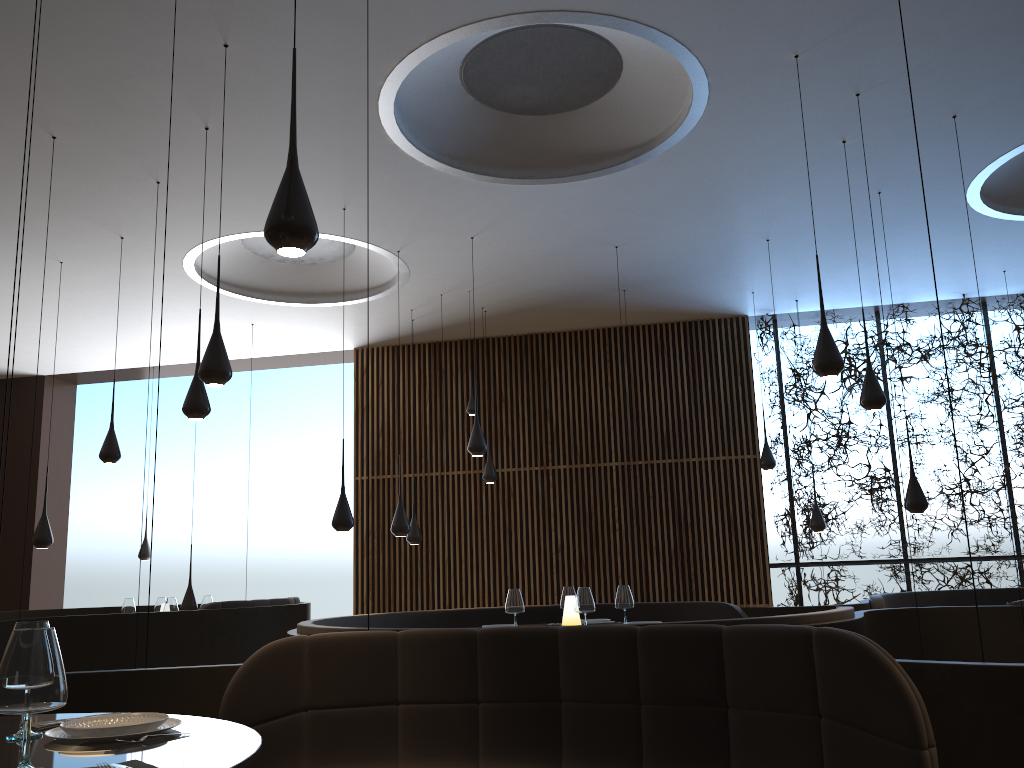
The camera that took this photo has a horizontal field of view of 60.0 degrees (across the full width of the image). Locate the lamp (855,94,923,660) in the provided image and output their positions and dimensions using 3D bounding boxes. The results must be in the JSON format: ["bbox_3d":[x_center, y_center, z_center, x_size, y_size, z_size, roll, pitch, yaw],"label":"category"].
[{"bbox_3d":[2.635,0.944,5.906,0.196,6.245,0.196,9,-15,-43],"label":"lamp"}]

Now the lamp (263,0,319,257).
[{"bbox_3d":[-0.830,-1.559,3.403,0.196,2.213,0.196,6,-13,-34],"label":"lamp"}]

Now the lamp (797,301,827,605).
[{"bbox_3d":[3.779,1.993,10.845,0.196,6.245,0.196,-10,-13,35],"label":"lamp"}]

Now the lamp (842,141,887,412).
[{"bbox_3d":[2.734,-0.881,6.993,0.196,2.213,0.196,9,-15,-43],"label":"lamp"}]

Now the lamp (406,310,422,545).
[{"bbox_3d":[-1.229,0.502,11.013,0.196,2.946,0.197,-1,-11,-4],"label":"lamp"}]

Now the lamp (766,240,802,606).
[{"bbox_3d":[2.787,1.556,8.712,0.196,6.245,0.196,6,-13,-34],"label":"lamp"}]

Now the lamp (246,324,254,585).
[{"bbox_3d":[-3.322,2.280,11.101,0.196,6.245,0.197,1,-11,-14],"label":"lamp"}]

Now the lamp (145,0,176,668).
[{"bbox_3d":[-1.791,0.758,4.410,0.196,6.245,0.196,-10,-13,35],"label":"lamp"}]

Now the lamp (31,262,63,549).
[{"bbox_3d":[-4.672,0.172,9.007,0.196,2.946,0.196,9,-15,-43],"label":"lamp"}]

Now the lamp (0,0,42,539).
[{"bbox_3d":[-2.483,0.756,4.297,0.196,6.245,0.197,-1,-11,-4],"label":"lamp"}]

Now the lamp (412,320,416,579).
[{"bbox_3d":[-1.211,2.218,11.132,0.196,6.245,0.196,-6,-12,18],"label":"lamp"}]

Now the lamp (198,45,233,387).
[{"bbox_3d":[-1.793,-1.076,5.458,0.196,2.213,0.197,-3,-11,6],"label":"lamp"}]

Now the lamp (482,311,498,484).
[{"bbox_3d":[-0.309,0.149,11.243,0.196,2.213,0.196,-10,-13,35],"label":"lamp"}]

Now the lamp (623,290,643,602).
[{"bbox_3d":[1.469,1.927,10.201,0.196,6.245,0.197,1,-11,-14],"label":"lamp"}]

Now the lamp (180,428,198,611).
[{"bbox_3d":[-3.822,1.249,10.641,0.196,2.946,0.196,6,-13,-34],"label":"lamp"}]

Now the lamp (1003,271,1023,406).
[{"bbox_3d":[5.956,1.725,9.949,0.196,6.245,0.196,-10,-13,35],"label":"lamp"}]

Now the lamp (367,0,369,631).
[{"bbox_3d":[-0.677,0.672,4.182,0.196,6.245,0.196,9,-15,-43],"label":"lamp"}]

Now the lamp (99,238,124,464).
[{"bbox_3d":[-3.785,-0.344,8.477,0.196,2.213,0.196,9,-15,-43],"label":"lamp"}]

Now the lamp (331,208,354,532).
[{"bbox_3d":[-1.503,-0.172,7.912,0.196,2.946,0.197,3,-12,-24],"label":"lamp"}]

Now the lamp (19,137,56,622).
[{"bbox_3d":[-3.381,1.191,6.144,0.196,6.245,0.197,-5,-11,15],"label":"lamp"}]

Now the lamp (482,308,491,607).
[{"bbox_3d":[-0.275,2.093,10.702,0.196,6.245,0.196,-6,-12,18],"label":"lamp"}]

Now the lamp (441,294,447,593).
[{"bbox_3d":[-0.753,1.984,10.133,0.196,6.245,0.196,-11,-14,38],"label":"lamp"}]

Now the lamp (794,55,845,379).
[{"bbox_3d":[1.957,-1.127,5.778,0.196,2.213,0.196,9,-15,-43],"label":"lamp"}]

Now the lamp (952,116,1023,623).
[{"bbox_3d":[3.525,0.995,6.270,0.196,6.245,0.196,9,-15,-43],"label":"lamp"}]

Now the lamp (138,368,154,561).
[{"bbox_3d":[-5.534,1.193,13.523,0.196,2.946,0.196,-10,-13,35],"label":"lamp"}]

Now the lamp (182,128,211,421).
[{"bbox_3d":[-2.263,-0.836,6.464,0.196,2.213,0.197,-5,-11,15],"label":"lamp"}]

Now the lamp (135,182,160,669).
[{"bbox_3d":[-2.908,1.352,6.943,0.196,6.245,0.197,-5,-11,16],"label":"lamp"}]

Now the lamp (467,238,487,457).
[{"bbox_3d":[-0.367,-0.391,8.764,0.196,2.213,0.197,-3,-11,6],"label":"lamp"}]

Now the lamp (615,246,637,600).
[{"bbox_3d":[1.203,1.618,8.759,0.196,6.245,0.196,6,-13,-34],"label":"lamp"}]

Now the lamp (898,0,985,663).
[{"bbox_3d":[1.659,0.395,3.270,0.196,6.245,0.196,9,-15,-43],"label":"lamp"}]

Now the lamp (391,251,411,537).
[{"bbox_3d":[-1.143,0.058,9.008,0.196,2.946,0.196,6,-13,-33],"label":"lamp"}]

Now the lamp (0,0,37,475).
[{"bbox_3d":[-2.204,0.633,3.781,0.196,6.245,0.197,-1,-11,-4],"label":"lamp"}]
